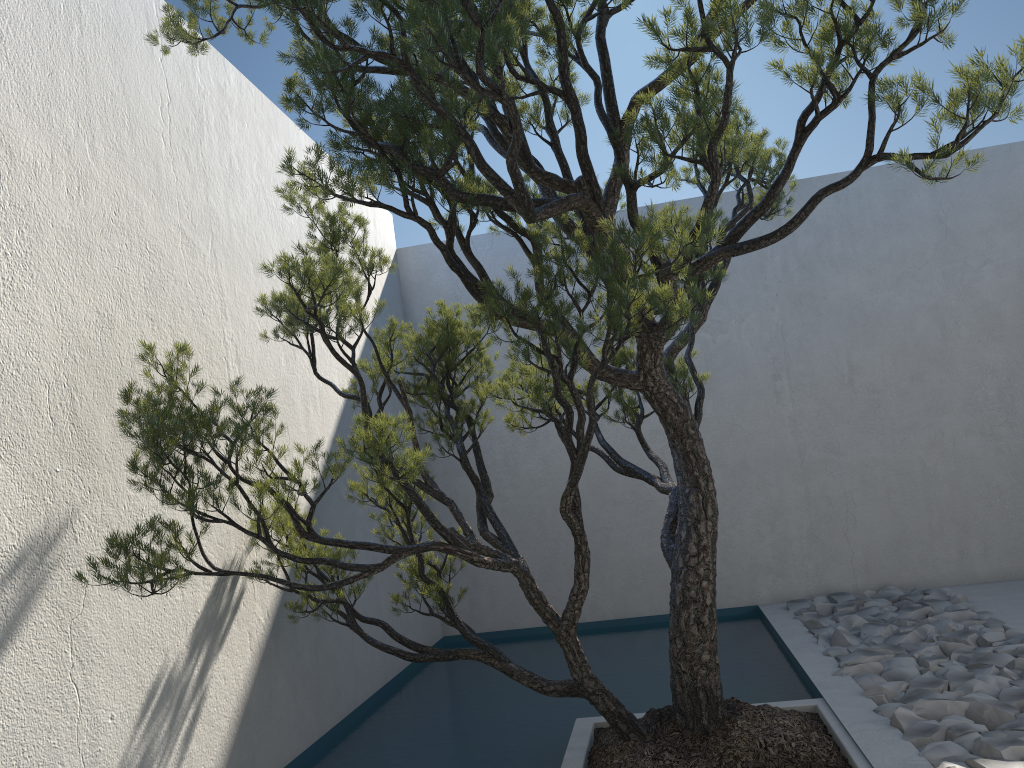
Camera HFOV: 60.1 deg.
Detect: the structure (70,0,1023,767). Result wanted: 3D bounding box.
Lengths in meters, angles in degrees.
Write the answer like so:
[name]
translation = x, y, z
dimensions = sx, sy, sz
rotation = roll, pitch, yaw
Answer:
[structure]
translation = 0.152, -0.159, 3.000
dimensions = 2.587, 3.457, 2.529
rotation = -7, -4, 2
